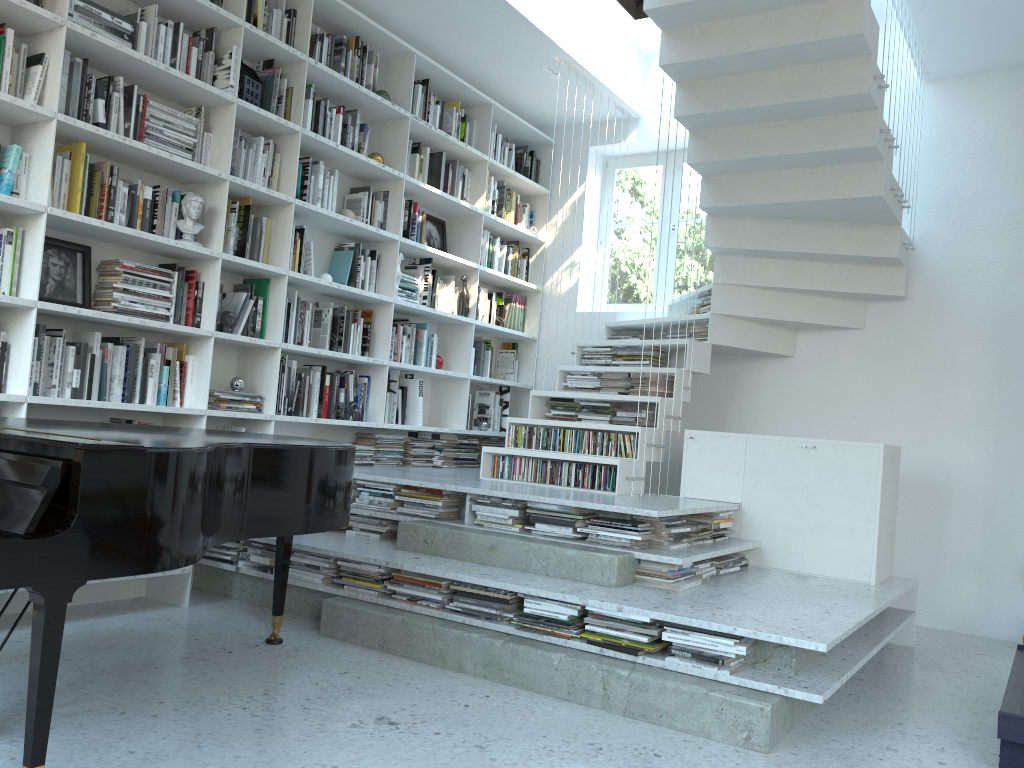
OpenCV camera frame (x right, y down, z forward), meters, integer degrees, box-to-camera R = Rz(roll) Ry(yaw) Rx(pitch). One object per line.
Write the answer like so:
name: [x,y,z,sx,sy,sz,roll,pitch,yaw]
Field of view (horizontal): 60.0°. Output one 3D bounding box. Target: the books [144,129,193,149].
books: [-1.618,-1.111,4.060,0.161,0.012,0.254,3,-4,30]

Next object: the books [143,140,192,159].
books: [-1.625,-1.063,4.060,0.161,0.012,0.254,3,-4,32]

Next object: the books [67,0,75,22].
books: [-1.847,-1.543,3.612,0.191,0.249,0.021,3,-3,32]

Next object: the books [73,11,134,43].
books: [-1.778,-1.501,3.756,0.159,0.024,0.285,2,-4,37]

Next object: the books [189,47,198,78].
books: [-1.537,-1.460,4.126,0.176,0.188,0.029,3,-3,32]

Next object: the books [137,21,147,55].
books: [-1.682,-1.483,3.900,0.193,0.187,0.025,3,-3,32]

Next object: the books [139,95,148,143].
books: [-1.680,-1.144,3.917,0.176,0.246,0.013,3,-3,32]

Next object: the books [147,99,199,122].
books: [-1.607,-1.246,4.065,0.159,0.012,0.285,3,-4,34]

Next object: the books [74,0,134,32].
books: [-1.780,-1.551,3.762,0.159,0.024,0.285,3,-4,34]

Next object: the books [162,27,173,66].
books: [-1.615,-1.487,4.015,0.183,0.219,0.028,3,-3,32]

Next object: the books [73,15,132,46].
books: [-1.786,-1.484,3.758,0.159,0.012,0.285,3,-4,30]

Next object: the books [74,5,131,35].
books: [-1.778,-1.526,3.759,0.161,0.025,0.254,3,-3,28]

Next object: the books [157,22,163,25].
books: [-1.633,-1.502,4.003,0.131,0.244,0.012,3,-3,32]

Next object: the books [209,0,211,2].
books: [-1.476,-1.879,4.221,0.138,0.308,0.012,3,-3,32]

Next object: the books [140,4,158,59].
books: [-1.646,-1.527,3.931,0.190,0.284,0.011,3,-3,32]

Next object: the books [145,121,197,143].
books: [-1.613,-1.147,4.060,0.159,0.012,0.285,3,-4,35]

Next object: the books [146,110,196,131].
books: [-1.605,-1.195,4.060,0.161,0.012,0.254,2,-4,37]

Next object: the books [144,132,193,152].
books: [-1.619,-1.099,4.059,0.161,0.012,0.254,3,-4,34]

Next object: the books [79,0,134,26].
books: [-1.782,-1.575,3.766,0.159,0.024,0.285,3,-4,32]

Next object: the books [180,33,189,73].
books: [-1.566,-1.482,4.075,0.190,0.223,0.023,3,-3,32]

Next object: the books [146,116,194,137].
books: [-1.613,-1.171,4.062,0.161,0.012,0.254,3,-4,34]

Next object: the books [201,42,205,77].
books: [-1.515,-1.491,4.187,0.133,0.261,0.029,3,-3,32]

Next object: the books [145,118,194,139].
books: [-1.612,-1.159,4.060,0.161,0.012,0.254,3,-3,29]

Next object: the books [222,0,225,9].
books: [-1.440,-1.847,4.281,0.136,0.257,0.022,3,-3,32]

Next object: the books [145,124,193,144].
books: [-1.618,-1.135,4.062,0.161,0.012,0.254,3,-4,33]

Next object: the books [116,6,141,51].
books: [-1.693,-1.518,3.888,0.161,0.254,0.012,3,-3,32]

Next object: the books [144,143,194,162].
books: [-1.625,-1.051,4.059,0.159,0.012,0.285,3,-4,33]

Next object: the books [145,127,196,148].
books: [-1.619,-1.123,4.061,0.159,0.012,0.285,3,-4,33]

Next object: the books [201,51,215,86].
books: [-1.491,-1.459,4.203,0.191,0.202,0.029,3,-3,32]

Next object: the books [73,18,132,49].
books: [-1.785,-1.472,3.756,0.159,0.012,0.285,3,-3,29]

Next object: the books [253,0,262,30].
books: [-1.323,-1.828,4.430,0.190,0.254,0.054,3,-3,32]

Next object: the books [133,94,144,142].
books: [-1.698,-1.144,3.911,0.183,0.245,0.015,3,-3,32]

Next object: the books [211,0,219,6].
books: [-1.461,-1.845,4.232,0.161,0.244,0.028,3,-3,32]

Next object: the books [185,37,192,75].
books: [-1.550,-1.483,4.112,0.158,0.230,0.012,3,-3,32]

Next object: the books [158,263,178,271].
books: [-1.623,-0.414,4.149,0.130,0.299,0.011,3,-3,32]

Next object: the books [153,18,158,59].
books: [-1.653,-1.503,3.952,0.171,0.237,0.021,3,-3,32]

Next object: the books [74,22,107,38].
books: [-1.786,-1.460,3.756,0.161,0.012,0.254,3,-3,29]

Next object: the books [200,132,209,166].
books: [-1.517,-1.090,4.219,0.172,0.198,0.030,3,-3,32]

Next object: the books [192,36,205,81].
books: [-1.519,-1.487,4.152,0.173,0.248,0.032,3,-3,32]

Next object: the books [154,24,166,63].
books: [-1.634,-1.490,3.980,0.190,0.216,0.027,3,-3,32]

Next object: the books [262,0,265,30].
books: [-1.318,-1.835,4.477,0.151,0.274,0.030,3,-3,32]

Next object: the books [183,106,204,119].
books: [-1.525,-1.152,4.206,0.139,0.319,0.012,3,-3,32]

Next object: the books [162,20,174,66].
books: [-1.614,-1.513,4.051,0.140,0.273,0.029,3,-3,32]

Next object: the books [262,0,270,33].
books: [-1.292,-1.844,4.485,0.167,0.297,0.010,3,-3,32]

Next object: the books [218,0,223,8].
books: [-1.444,-1.839,4.262,0.153,0.238,0.014,3,-3,32]

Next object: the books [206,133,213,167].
books: [-1.506,-1.091,4.248,0.158,0.205,0.030,3,-3,32]

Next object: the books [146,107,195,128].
books: [-1.610,-1.209,4.063,0.161,0.012,0.254,3,-4,34]

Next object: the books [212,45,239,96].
books: [-1.413,-1.469,4.221,0.272,0.237,0.037,3,-3,32]

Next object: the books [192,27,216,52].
books: [-1.482,-1.523,4.227,0.155,0.334,0.012,3,-3,32]

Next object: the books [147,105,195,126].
books: [-1.613,-1.222,4.066,0.161,0.012,0.254,3,-4,32]

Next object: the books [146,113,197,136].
books: [-1.614,-1.184,4.064,0.159,0.012,0.285,3,-4,31]

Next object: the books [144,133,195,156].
books: [-1.618,-1.087,4.058,0.159,0.012,0.285,3,-3,29]

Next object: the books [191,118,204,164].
books: [-1.521,-1.120,4.186,0.161,0.254,0.012,3,-3,32]

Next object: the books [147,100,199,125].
books: [-1.602,-1.233,4.061,0.159,0.012,0.285,3,-3,27]

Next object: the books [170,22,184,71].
books: [-1.583,-1.508,4.062,0.184,0.269,0.023,3,-3,32]

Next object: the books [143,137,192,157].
books: [-1.622,-1.075,4.059,0.161,0.012,0.254,3,-4,31]

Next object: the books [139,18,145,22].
books: [-1.693,-1.500,3.937,0.128,0.223,0.024,3,-3,32]
